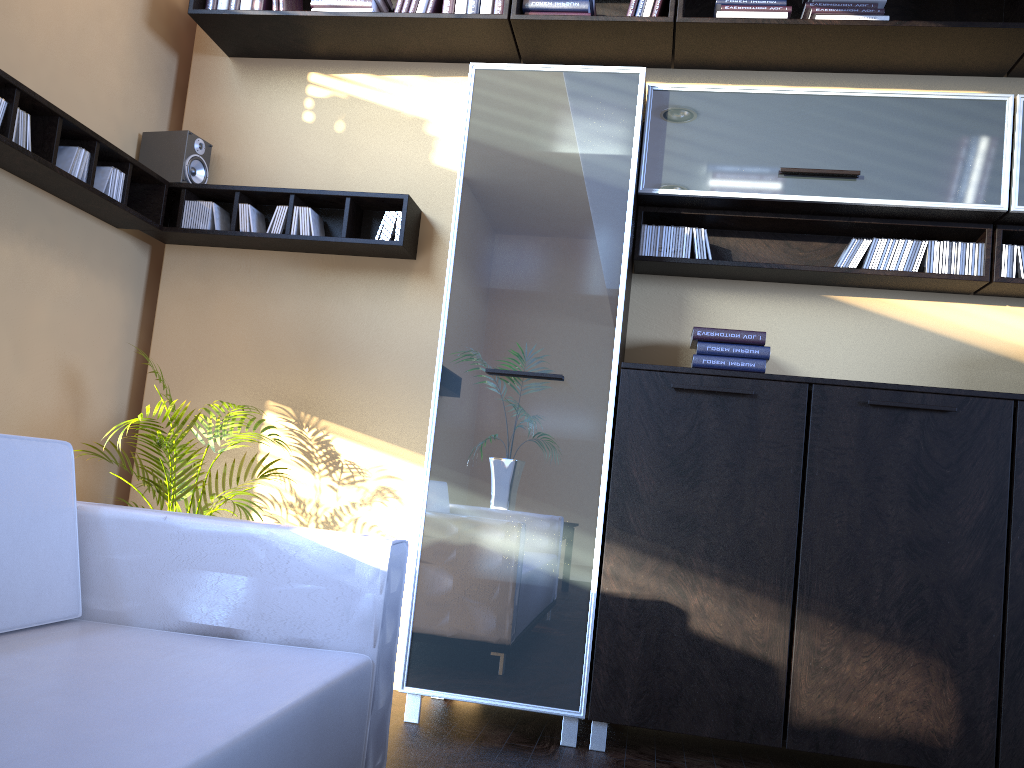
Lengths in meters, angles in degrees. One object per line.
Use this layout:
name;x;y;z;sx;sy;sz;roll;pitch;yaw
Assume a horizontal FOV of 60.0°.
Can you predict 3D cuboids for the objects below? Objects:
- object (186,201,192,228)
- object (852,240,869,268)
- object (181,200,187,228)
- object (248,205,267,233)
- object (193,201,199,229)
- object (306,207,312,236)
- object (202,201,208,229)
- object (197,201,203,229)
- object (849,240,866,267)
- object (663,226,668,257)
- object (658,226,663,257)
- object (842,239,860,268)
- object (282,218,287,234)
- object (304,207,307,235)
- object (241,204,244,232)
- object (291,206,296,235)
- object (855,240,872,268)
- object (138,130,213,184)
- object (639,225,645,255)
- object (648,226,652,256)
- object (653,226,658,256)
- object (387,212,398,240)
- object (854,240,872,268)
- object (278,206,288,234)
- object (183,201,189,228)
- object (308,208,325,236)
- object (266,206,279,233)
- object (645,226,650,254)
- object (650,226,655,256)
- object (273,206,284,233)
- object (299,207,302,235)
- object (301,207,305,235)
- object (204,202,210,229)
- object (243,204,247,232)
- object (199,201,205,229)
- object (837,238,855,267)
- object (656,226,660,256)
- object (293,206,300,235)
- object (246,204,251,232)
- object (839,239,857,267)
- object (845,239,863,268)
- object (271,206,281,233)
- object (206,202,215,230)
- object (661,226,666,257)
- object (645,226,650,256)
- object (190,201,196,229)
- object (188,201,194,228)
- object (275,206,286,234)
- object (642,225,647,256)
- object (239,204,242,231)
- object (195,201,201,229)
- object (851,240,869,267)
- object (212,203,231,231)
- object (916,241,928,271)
object;-1.342;-0.699;3.779;0.009;0.120;0.142;5;-6;9
object;1.296;-0.471;3.343;0.055;0.109;0.140;5;-6;9
object;-1.362;-0.701;3.782;0.009;0.120;0.142;5;-6;9
object;-1.070;-0.675;3.734;0.040;0.118;0.142;5;-6;9
object;-1.312;-0.697;3.774;0.009;0.120;0.142;5;-6;9
object;-0.824;-0.655;3.693;0.030;0.119;0.142;5;-6;9
object;-1.272;-0.693;3.767;0.009;0.120;0.142;5;-6;9
object;-1.292;-0.695;3.770;0.009;0.120;0.142;5;-6;9
object;1.286;-0.473;3.340;0.055;0.109;0.140;5;-6;10
object;0.599;-0.534;3.456;0.009;0.120;0.142;5;-6;10
object;0.579;-0.536;3.460;0.009;0.120;0.142;5;-6;9
object;1.266;-0.474;3.347;0.059;0.112;0.142;5;-6;10
object;-0.929;-0.664;3.710;0.030;0.123;0.142;5;-6;9
object;-0.834;-0.656;3.695;0.030;0.119;0.142;5;-6;9
object;-1.105;-0.679;3.739;0.030;0.119;0.142;5;-6;9
object;-0.885;-0.660;3.703;0.009;0.120;0.142;5;-6;9
object;1.306;-0.471;3.338;0.055;0.109;0.140;5;-6;10
object;-1.456;-0.951;3.833;0.254;0.229;0.159;4;-6;19
object;0.510;-0.542;3.471;0.009;0.120;0.142;5;-6;10
object;0.540;-0.539;3.466;0.006;0.118;0.140;5;-6;10
object;0.560;-0.537;3.467;0.009;0.120;0.142;5;-6;9
object;-0.470;-0.625;3.635;0.030;0.119;0.142;5;-6;9
object;1.306;-0.470;3.346;0.059;0.112;0.142;5;-6;10
object;-0.929;-0.664;3.710;0.030;0.119;0.142;5;-6;9
object;-1.353;-0.700;3.780;0.009;0.120;0.142;5;-6;9
object;-0.810;-0.653;3.691;0.040;0.118;0.142;5;-6;9
object;-0.975;-0.667;3.718;0.040;0.118;0.142;5;-6;9
object;0.530;-0.540;3.472;0.009;0.120;0.142;5;-6;9
object;0.549;-0.539;3.463;0.009;0.120;0.142;5;-6;10
object;-0.950;-0.666;3.714;0.030;0.119;0.142;5;-6;9
object;-0.855;-0.657;3.698;0.030;0.119;0.142;5;-6;9
object;-0.845;-0.657;3.696;0.030;0.119;0.142;5;-6;9
object;-1.261;-0.693;3.765;0.009;0.120;0.142;5;-6;9
object;-1.095;-0.678;3.738;0.030;0.119;0.142;5;-6;9
object;-1.282;-0.694;3.769;0.009;0.120;0.142;5;-6;9
object;1.245;-0.476;3.345;0.059;0.112;0.142;5;-6;9
object;0.570;-0.537;3.461;0.006;0.118;0.140;5;-6;9
object;-0.875;-0.660;3.702;0.009;0.120;0.142;5;-6;9
object;-1.084;-0.677;3.736;0.030;0.119;0.142;5;-6;9
object;1.257;-0.474;3.354;0.059;0.112;0.142;5;-6;10
object;1.276;-0.473;3.345;0.059;0.112;0.142;5;-6;9
object;-0.960;-0.666;3.716;0.030;0.119;0.142;5;-6;9
object;-1.251;-0.692;3.764;0.009;0.120;0.142;5;-6;9
object;0.589;-0.535;3.456;0.009;0.120;0.142;5;-6;9
object;0.530;-0.540;3.467;0.006;0.118;0.140;5;-6;9
object;-1.322;-0.698;3.775;0.009;0.120;0.142;5;-6;9
object;-1.332;-0.699;3.777;0.009;0.120;0.142;5;-6;9
object;-0.939;-0.665;3.712;0.030;0.119;0.142;5;-6;9
object;0.519;-0.541;3.467;0.009;0.120;0.142;5;-6;10
object;-1.115;-0.680;3.741;0.030;0.119;0.142;5;-6;9
object;-1.302;-0.696;3.772;0.009;0.120;0.142;5;-6;9
object;1.296;-0.471;3.344;0.059;0.112;0.142;5;-6;9
object;-1.228;-0.688;3.760;0.040;0.118;0.142;5;-6;9
object;1.506;-0.457;3.304;0.036;0.115;0.140;5;-6;9
